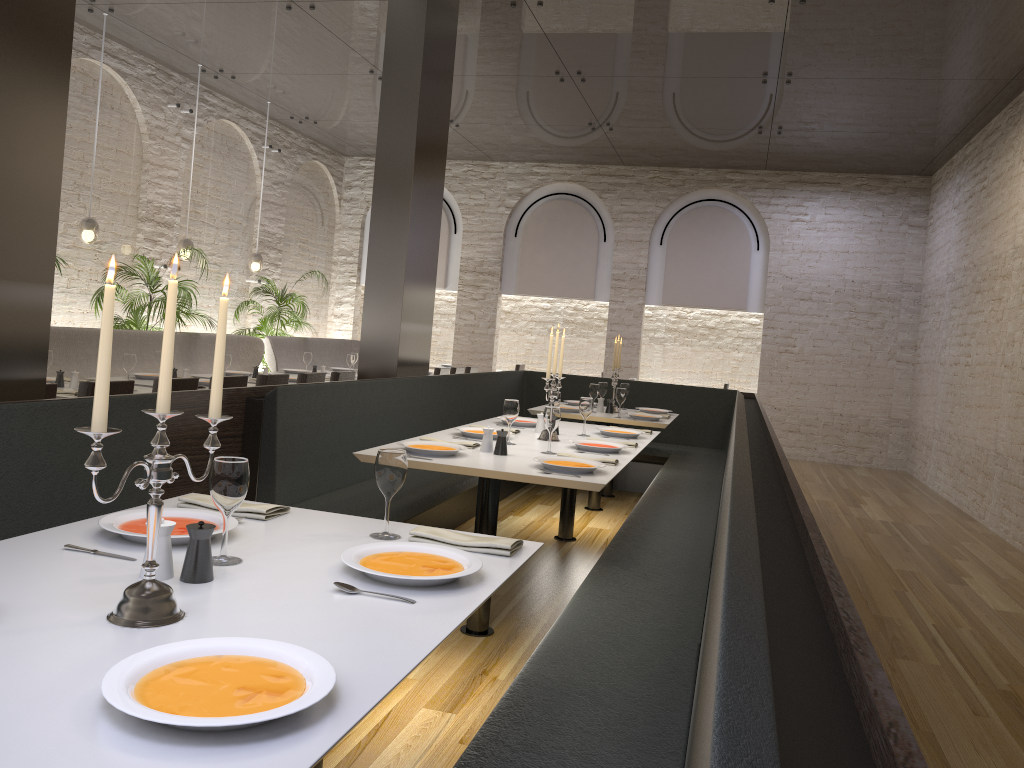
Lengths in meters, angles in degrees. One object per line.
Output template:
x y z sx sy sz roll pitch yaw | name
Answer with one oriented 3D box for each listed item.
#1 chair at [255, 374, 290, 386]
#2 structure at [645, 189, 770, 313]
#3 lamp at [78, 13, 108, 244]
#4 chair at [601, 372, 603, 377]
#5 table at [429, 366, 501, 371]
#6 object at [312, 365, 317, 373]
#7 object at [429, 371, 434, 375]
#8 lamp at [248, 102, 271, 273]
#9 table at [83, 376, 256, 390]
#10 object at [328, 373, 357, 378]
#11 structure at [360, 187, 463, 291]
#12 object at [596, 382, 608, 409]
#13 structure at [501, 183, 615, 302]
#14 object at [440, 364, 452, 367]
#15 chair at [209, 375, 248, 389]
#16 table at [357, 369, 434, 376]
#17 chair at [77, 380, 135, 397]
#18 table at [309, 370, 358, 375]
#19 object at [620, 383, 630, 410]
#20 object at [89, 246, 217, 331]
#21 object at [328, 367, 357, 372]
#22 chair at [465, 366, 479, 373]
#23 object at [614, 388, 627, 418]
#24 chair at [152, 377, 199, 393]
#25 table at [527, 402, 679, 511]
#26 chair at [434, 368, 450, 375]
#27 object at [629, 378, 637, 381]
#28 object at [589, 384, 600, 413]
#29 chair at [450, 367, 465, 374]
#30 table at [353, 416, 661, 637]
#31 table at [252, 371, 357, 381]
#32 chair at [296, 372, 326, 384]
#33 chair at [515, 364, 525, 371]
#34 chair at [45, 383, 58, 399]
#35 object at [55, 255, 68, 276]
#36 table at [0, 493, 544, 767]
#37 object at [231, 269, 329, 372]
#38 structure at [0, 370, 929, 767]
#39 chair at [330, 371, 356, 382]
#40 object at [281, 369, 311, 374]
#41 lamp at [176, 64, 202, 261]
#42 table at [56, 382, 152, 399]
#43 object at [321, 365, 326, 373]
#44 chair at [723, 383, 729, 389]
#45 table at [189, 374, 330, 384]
-1.976 0.358 6.423 0.566 0.905 0.412 5 1 14 | chair
2.738 -1.881 12.347 1.635 1.674 0.098 5 1 14 | structure
-3.675 -2.254 7.840 0.178 2.040 0.178 5 1 -1 | lamp
1.604 0.293 13.340 0.566 0.905 0.412 5 1 14 | chair
-0.771 0.133 13.958 0.937 0.759 1.011 5 2 14 | table
-1.988 -0.139 8.923 0.059 0.109 0.059 4 2 -40 | object
-1.133 -0.143 11.088 0.321 0.036 0.322 2 4 -38 | object
-2.976 -2.339 10.555 0.177 2.040 0.178 5 1 -7 | lamp
-2.551 0.363 6.771 0.937 0.759 1.011 5 2 14 | table
-1.692 -0.075 8.915 0.321 0.036 0.322 2 4 -38 | object
-1.488 -2.295 13.438 1.635 1.674 0.098 5 1 14 | structure
0.777 0.101 7.648 0.086 0.231 0.086 4 1 -40 | object
0.693 -2.082 12.875 1.635 1.674 0.098 5 1 14 | structure
-1.000 -0.287 14.021 0.321 0.036 0.322 2 4 -40 | object
-2.116 0.375 5.877 0.566 0.905 0.412 5 1 14 | chair
-1.421 0.226 11.160 0.937 0.759 1.011 5 2 14 | table
-2.404 0.410 4.759 0.566 0.905 0.412 5 1 14 | chair
-1.705 0.261 10.056 0.937 0.759 1.011 5 2 14 | table
0.985 0.111 7.788 0.086 0.231 0.086 5 1 -16 | object
-3.567 -0.423 8.701 1.143 1.974 1.191 4 2 -35 | object
-1.935 -0.159 10.119 0.321 0.036 0.322 2 4 -38 | object
-0.766 0.211 11.125 0.566 0.905 0.412 5 1 14 | chair
0.839 0.148 6.866 0.086 0.231 0.086 4 1 -40 | object
-2.256 0.392 5.334 0.566 0.905 0.412 5 1 14 | chair
0.765 0.610 7.379 1.101 0.759 1.188 5 2 14 | table
-1.049 0.245 10.023 0.566 0.905 0.412 5 1 14 | chair
1.261 0.054 9.303 0.087 0.231 0.086 6 1 44 | object
0.663 0.115 7.208 0.086 0.231 0.086 4 1 -40 | object
-0.910 0.228 10.566 0.566 0.905 0.412 5 1 14 | chair
0.128 0.688 4.904 1.101 0.759 2.539 5 3 14 | table
-1.980 0.294 8.988 0.937 0.759 1.011 5 2 14 | table
-1.828 0.340 6.997 0.566 0.905 0.412 5 1 14 | chair
-0.136 0.123 13.789 0.566 0.905 0.412 5 1 14 | chair
-2.545 0.427 4.211 0.566 0.905 0.412 5 1 14 | chair
-4.066 -0.361 6.753 1.186 1.974 1.147 4 2 -45 | object
-0.790 0.799 1.335 1.101 0.759 2.539 5 3 14 | table
-2.937 -0.496 11.083 1.145 1.974 1.189 5 1 -5 | object
-0.235 0.617 3.373 2.374 1.000 10.749 5 3 14 | structure
-1.686 0.322 7.547 0.566 0.905 0.412 5 1 14 | chair
-2.210 -0.125 9.051 0.321 0.036 0.322 2 4 -38 | object
-3.322 -2.297 9.212 0.177 2.040 0.178 5 1 -7 | lamp
-2.840 0.399 5.646 0.937 0.759 1.011 5 2 14 | table
-1.909 -0.134 8.950 0.059 0.109 0.059 4 2 -40 | object
2.870 0.417 13.013 0.566 0.905 0.412 5 1 14 | chair
-2.259 0.328 7.905 0.937 0.759 1.011 5 2 14 | table
